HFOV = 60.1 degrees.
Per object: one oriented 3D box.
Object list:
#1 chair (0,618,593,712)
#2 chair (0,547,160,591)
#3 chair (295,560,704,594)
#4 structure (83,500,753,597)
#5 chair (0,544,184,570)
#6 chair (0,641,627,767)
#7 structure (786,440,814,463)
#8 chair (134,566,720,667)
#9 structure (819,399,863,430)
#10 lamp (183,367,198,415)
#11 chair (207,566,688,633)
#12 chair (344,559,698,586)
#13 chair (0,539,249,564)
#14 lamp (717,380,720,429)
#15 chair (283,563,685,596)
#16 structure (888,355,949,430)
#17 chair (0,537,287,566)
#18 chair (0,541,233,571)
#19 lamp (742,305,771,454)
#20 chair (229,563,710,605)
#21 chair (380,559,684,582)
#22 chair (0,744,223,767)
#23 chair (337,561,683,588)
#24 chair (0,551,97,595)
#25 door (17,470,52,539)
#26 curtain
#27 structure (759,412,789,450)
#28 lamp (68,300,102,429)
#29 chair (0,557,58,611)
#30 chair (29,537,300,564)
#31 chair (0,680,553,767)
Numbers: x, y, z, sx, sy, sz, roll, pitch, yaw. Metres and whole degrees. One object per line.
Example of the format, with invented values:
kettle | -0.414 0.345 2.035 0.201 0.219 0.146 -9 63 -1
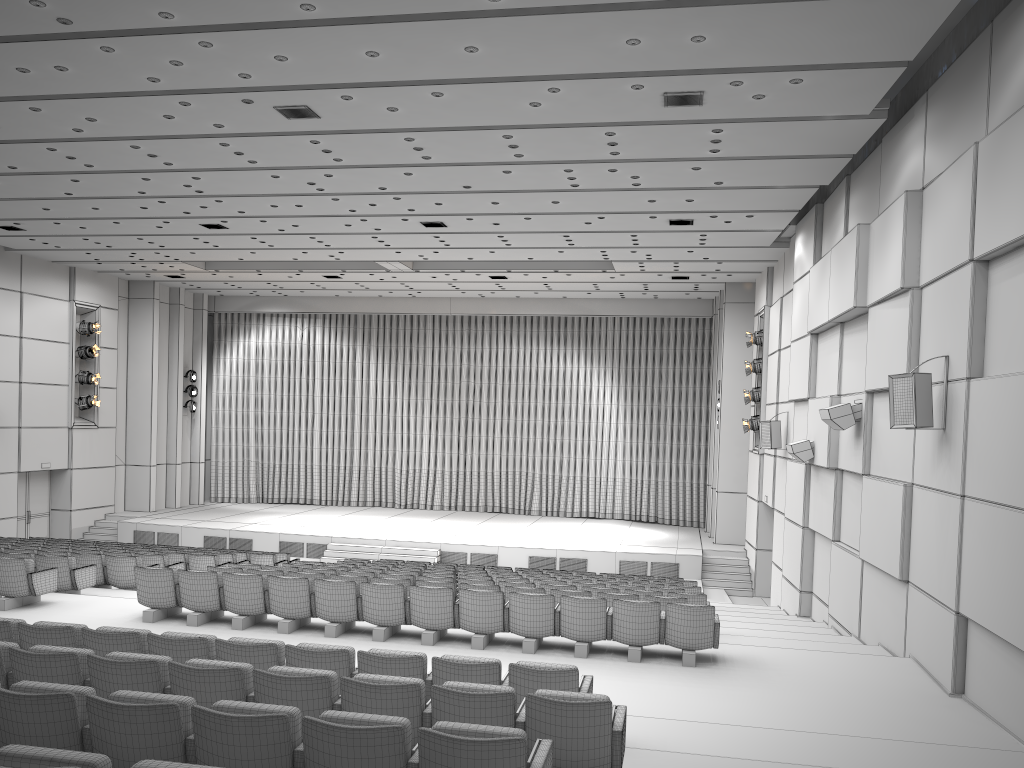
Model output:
chair | -5.942 2.097 7.438 13.195 0.622 0.612 1 0 11
chair | -8.527 2.704 13.444 6.597 0.622 0.612 1 0 11
chair | -0.296 3.298 14.154 6.597 0.622 0.612 1 0 11
structure | -2.342 4.342 24.774 17.812 0.846 8.319 1 -2 11
chair | -8.312 2.905 14.526 6.047 0.622 0.612 1 0 11
chair | -6.113 1.897 6.348 13.744 0.622 0.612 1 0 11
structure | 4.742 1.061 14.413 0.470 0.418 0.520 2 -1 8
chair | -1.088 2.498 9.811 6.598 0.622 0.612 1 0 11
structure | 4.422 0.412 11.886 0.470 0.418 0.520 2 -1 6
lamp | -9.842 0.224 27.006 0.436 1.480 0.385 2 2 15
chair | -0.873 2.699 10.894 6.047 0.622 0.612 1 0 11
chair | 0.099 3.698 16.325 6.597 0.622 0.612 1 0 11
chair | -7.916 3.305 16.698 6.047 0.622 0.612 1 0 11
lamp | 5.520 0.555 22.926 0.436 1.480 0.385 2 2 7
chair | -0.477 3.099 13.065 6.047 0.622 0.612 1 0 11
structure | 4.048 0.086 8.813 0.411 0.745 0.408 1 1 -32
chair | -7.736 3.504 17.786 6.597 0.622 0.612 1 0 11
chair | -8.131 3.104 15.615 6.597 0.622 0.612 1 0 11
lamp | 5.696 -0.066 20.277 0.755 3.345 1.020 2 1 6
chair | -0.692 2.898 11.983 6.597 0.622 0.612 1 0 11
chair | 0.350 3.900 17.407 6.047 0.622 0.612 1 0 11
chair | -6.509 1.497 4.177 13.744 0.622 0.612 1 0 11
chair | -0.082 3.499 15.236 6.047 0.622 0.612 1 0 11
chair | -8.708 2.505 12.355 6.047 0.622 0.612 1 0 11
door | -12.265 3.265 22.414 0.085 2.180 1.698 2 0 11
curtain | -1.690 0.796 27.754 16.124 6.529 1.428 2 2 11
structure | 5.084 0.902 17.156 0.411 0.745 0.408 1 1 -32
lamp | -11.330 -0.489 23.432 0.745 3.345 1.019 2 2 11
chair | -8.923 2.304 11.273 6.597 0.622 0.612 1 0 11
chair | -7.485 3.706 18.868 6.047 0.622 0.612 1 0 11
chair | -6.338 1.697 5.267 13.195 0.622 0.612 1 0 11
